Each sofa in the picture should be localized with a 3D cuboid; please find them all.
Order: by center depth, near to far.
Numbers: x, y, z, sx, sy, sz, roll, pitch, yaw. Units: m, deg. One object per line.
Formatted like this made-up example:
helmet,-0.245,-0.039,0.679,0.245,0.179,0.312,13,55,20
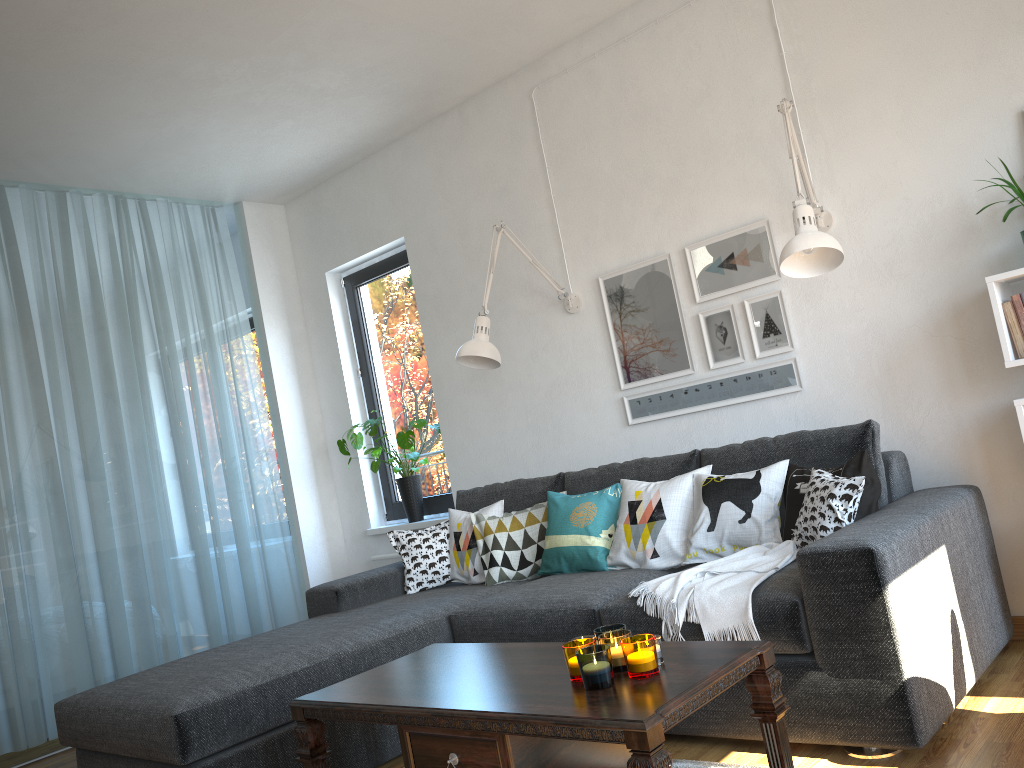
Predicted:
sofa,0.024,0.787,3.047,2.513,0.847,2.161,-15,-6,40

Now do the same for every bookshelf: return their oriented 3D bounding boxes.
bookshelf,2.135,0.123,2.490,1.192,1.199,0.237,-15,-5,41

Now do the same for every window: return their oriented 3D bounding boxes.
window,4.208,2.370,18.151,24.353,18.353,14.003,-7,-6,-43

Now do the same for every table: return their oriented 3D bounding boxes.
table,0.039,0.930,2.233,1.181,0.408,0.569,-15,-6,41

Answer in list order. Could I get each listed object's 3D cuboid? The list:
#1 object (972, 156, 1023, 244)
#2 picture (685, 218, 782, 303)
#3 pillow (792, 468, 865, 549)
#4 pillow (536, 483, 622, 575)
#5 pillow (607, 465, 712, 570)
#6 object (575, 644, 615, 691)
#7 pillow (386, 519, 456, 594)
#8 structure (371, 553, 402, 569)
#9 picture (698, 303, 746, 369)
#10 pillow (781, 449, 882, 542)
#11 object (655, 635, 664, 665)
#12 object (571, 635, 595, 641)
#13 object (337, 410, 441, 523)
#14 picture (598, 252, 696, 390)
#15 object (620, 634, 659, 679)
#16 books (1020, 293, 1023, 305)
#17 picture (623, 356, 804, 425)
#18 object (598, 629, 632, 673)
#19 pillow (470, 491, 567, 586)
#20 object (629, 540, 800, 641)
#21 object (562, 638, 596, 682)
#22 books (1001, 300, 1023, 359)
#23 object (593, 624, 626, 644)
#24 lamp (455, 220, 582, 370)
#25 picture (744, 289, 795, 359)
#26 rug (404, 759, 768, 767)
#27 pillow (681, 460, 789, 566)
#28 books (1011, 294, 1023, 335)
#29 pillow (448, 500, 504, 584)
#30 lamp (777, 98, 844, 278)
object,1.699,-0.568,2.806,0.424,0.371,0.387,-13,-5,27
picture,0.910,-0.502,3.658,0.390,0.248,0.021,-15,-5,41
pillow,1.004,0.427,2.806,0.169,0.312,0.358,-10,-4,-9
pillow,0.293,0.594,3.643,0.415,0.340,0.272,-15,-5,40
pillow,0.556,0.540,3.416,0.437,0.368,0.285,-15,-5,40
object,0.187,0.629,1.968,0.079,0.081,0.079,-14,-5,35
pillow,-0.377,0.790,4.034,0.334,0.319,0.160,-10,-4,-14
structure,-0.476,1.162,4.962,0.819,0.459,0.076,-14,-5,38
picture,0.883,-0.199,3.712,0.166,0.248,0.021,-14,-5,41
pillow,1.077,0.411,2.980,0.234,0.358,0.450,-9,-5,-23
object,0.321,0.621,2.060,0.059,0.061,0.060,-7,-6,-44
object,0.180,0.659,2.190,0.059,0.061,0.060,-7,-6,-44
object,-0.672,0.462,5.000,0.658,0.674,0.447,-14,-5,31
picture,0.595,-0.271,3.946,0.390,0.533,0.013,-15,-5,41
object,0.288,0.611,1.988,0.079,0.081,0.079,-14,-5,35
books,1.680,-0.193,2.838,0.034,0.210,0.136,-14,-5,41
picture,0.834,0.038,3.777,0.838,0.136,0.021,-15,-5,41
object,0.248,0.626,2.077,0.079,0.081,0.079,-14,-5,35
pillow,0.062,0.683,3.862,0.454,0.362,0.242,-12,-4,7
object,0.647,0.661,2.834,0.489,0.212,0.605,-14,-6,37
object,0.162,0.641,2.060,0.079,0.081,0.079,-14,-5,35
books,1.640,-0.175,2.865,0.048,0.191,0.124,-14,-5,40
object,0.245,0.633,2.155,0.079,0.081,0.079,-14,-5,35
lamp,-0.011,-0.411,4.031,0.697,0.669,0.201,-7,-5,-40
picture,1.039,-0.240,3.574,0.166,0.248,0.021,-14,-5,41
rug,0.133,1.115,2.152,1.816,0.034,1.051,-15,-6,40
pillow,0.804,0.468,3.187,0.383,0.318,0.265,-15,-6,40
books,1.662,-0.189,2.851,0.043,0.205,0.129,-14,-5,40
pillow,-0.162,0.714,3.962,0.360,0.343,0.172,-15,-5,40
lamp,1.044,-0.692,3.099,0.201,0.669,0.697,-13,-5,31
